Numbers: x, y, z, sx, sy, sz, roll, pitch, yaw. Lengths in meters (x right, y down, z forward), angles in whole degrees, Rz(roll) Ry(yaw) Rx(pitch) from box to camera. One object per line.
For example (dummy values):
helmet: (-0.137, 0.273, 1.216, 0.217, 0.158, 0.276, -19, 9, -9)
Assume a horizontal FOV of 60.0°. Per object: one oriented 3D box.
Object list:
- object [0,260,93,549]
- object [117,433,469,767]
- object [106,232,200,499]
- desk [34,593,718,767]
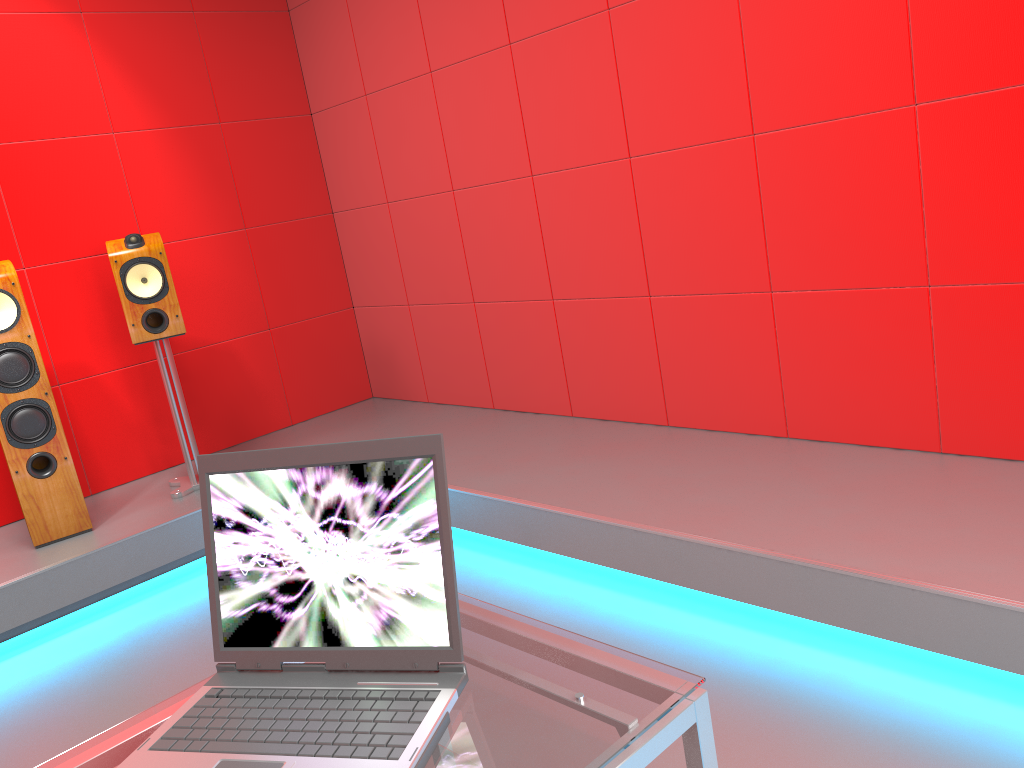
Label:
object: (-1.819, 0.067, 3.286, 0.203, 1.052, 0.238, -18, 15, -30)
object: (-0.261, 0.253, 0.950, 0.342, 0.285, 0.340, -6, 13, 19)
object: (-1.410, -0.085, 3.620, 0.231, 1.058, 0.265, -15, 13, -20)
desk: (-0.491, 0.855, 0.719, 1.617, 0.690, 0.594, -21, 16, -40)
